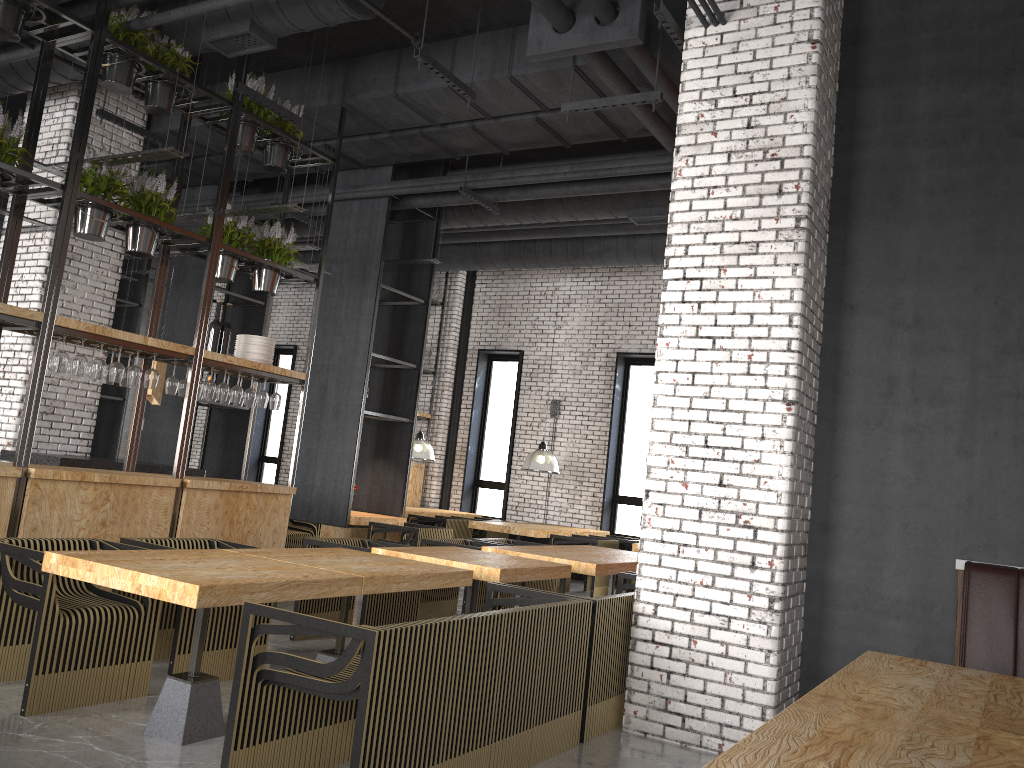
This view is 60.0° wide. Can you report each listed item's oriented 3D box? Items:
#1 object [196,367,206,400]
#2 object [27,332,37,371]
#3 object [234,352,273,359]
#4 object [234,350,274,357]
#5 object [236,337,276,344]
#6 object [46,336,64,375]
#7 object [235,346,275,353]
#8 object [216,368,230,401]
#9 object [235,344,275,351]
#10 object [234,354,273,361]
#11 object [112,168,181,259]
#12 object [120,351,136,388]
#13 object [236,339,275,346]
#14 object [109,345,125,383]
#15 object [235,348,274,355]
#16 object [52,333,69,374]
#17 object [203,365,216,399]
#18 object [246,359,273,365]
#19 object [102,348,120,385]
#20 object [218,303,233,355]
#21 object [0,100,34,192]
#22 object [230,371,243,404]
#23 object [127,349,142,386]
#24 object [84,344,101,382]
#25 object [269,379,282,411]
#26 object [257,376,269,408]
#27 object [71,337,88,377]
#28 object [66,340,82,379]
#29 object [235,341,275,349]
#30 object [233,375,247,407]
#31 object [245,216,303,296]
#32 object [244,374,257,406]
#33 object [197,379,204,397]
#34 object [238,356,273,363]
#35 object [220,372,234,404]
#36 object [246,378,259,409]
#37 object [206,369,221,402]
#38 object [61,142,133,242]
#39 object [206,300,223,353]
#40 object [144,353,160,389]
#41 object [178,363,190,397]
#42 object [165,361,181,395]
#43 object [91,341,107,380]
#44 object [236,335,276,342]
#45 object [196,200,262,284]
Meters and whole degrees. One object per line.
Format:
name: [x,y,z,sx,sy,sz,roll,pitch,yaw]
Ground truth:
object: [-2.579,-0.007,7.321,0.101,0.268,0.100,7,-7,-6]
object: [-3.277,-0.219,6.116,0.101,0.268,0.100,-1,-10,44]
object: [-2.238,-0.233,7.681,0.334,0.040,0.334,7,-6,-6]
object: [-2.237,-0.252,7.684,0.334,0.039,0.334,7,-6,-3]
object: [-2.224,-0.364,7.698,0.335,0.039,0.334,6,-6,6]
object: [-3.209,-0.199,6.234,0.101,0.268,0.100,-1,-10,44]
object: [-2.233,-0.287,7.688,0.335,0.039,0.334,1,-8,38]
object: [-2.333,0.004,7.176,0.101,0.268,0.100,7,-7,-6]
object: [-2.230,-0.306,7.690,0.335,0.043,0.333,5,-7,14]
object: [-2.240,-0.213,7.679,0.334,0.037,0.334,7,-6,-3]
object: [-2.799,-1.255,6.751,0.416,0.560,0.466,7,-7,-2]
object: [-2.918,-0.110,6.737,0.101,0.268,0.100,-1,-10,44]
object: [-2.227,-0.345,7.696,0.334,0.044,0.334,6,-6,1]
object: [-2.816,-0.143,6.341,0.101,0.268,0.100,-1,-10,44]
object: [-2.234,-0.271,7.686,0.334,0.040,0.334,11,-8,-37]
object: [-3.030,-0.208,5.971,0.101,0.268,0.100,-1,-10,44]
object: [-2.401,-0.017,7.058,0.101,0.268,0.101,9,-8,-23]
object: [-2.245,-0.175,7.674,0.335,0.033,0.334,1,-8,38]
object: [-2.990,-0.132,6.611,0.101,0.268,0.100,-1,-10,44]
object: [-2.393,-0.439,7.405,0.098,0.472,0.098,7,-7,-7]
object: [-3.404,-1.439,5.711,0.416,0.560,0.466,5,-7,7]
object: [-2.260,0.026,7.302,0.101,0.268,0.100,7,-7,-6]
object: [-2.744,-0.121,6.466,0.101,0.268,0.100,-1,-10,44]
object: [-3.063,-0.154,6.485,0.101,0.268,0.100,-1,-10,44]
object: [-2.041,0.092,7.679,0.101,0.268,0.100,7,-7,-6]
object: [-2.114,0.070,7.554,0.101,0.268,0.100,7,-7,-6]
object: [-2.962,-0.187,6.089,0.101,0.268,0.100,-1,-10,44]
object: [-3.136,-0.176,6.359,0.101,0.268,0.100,-1,-10,44]
object: [-2.229,-0.325,7.693,0.334,0.041,0.334,6,-6,0]
object: [-2.361,0.059,7.698,0.101,0.268,0.100,7,-7,-6]
object: [-2.130,-1.067,7.779,0.416,0.560,0.466,3,-8,24]
object: [-2.187,0.048,7.428,0.101,0.268,0.100,7,-7,-6]
object: [-2.464,-0.036,6.949,0.101,0.268,0.101,9,-8,-23]
object: [-2.244,-0.195,7.677,0.334,0.046,0.334,5,-6,11]
object: [-2.434,0.037,7.572,0.101,0.268,0.100,7,-7,-6]
object: [-2.288,0.081,7.824,0.101,0.268,0.100,7,-7,-6]
object: [-2.507,0.015,7.447,0.101,0.268,0.100,7,-7,-6]
object: [-2.989,-1.320,6.365,0.467,0.560,0.416,9,-8,-20]
object: [-2.446,-0.455,7.313,0.098,0.472,0.098,7,-7,-7]
object: [-2.671,-0.099,6.592,0.101,0.268,0.100,-1,-10,44]
object: [-2.648,-0.028,7.203,0.101,0.268,0.101,9,-8,-23]
object: [-2.711,-0.047,7.094,0.101,0.268,0.101,9,-8,-23]
object: [-2.889,-0.165,6.215,0.101,0.268,0.100,-1,-10,44]
object: [-2.222,-0.383,7.701,0.335,0.039,0.334,6,-6,4]
object: [-2.399,-1.137,7.417,0.416,0.560,0.466,1,-9,38]
